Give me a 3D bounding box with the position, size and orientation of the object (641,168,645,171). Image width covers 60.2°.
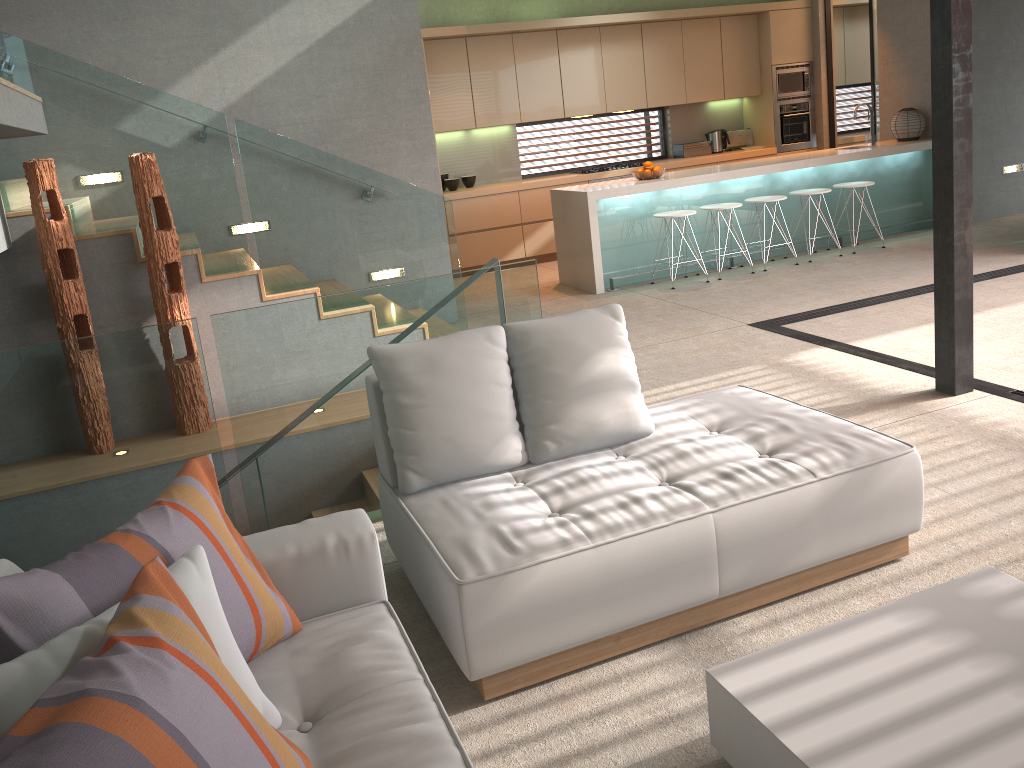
[{"bbox_3d":[1.209,-1.968,8.249,0.087,0.085,0.088,2,17,30],"label":"object"}]

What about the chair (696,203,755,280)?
[{"bbox_3d":[1.892,-1.289,7.926,0.384,0.613,0.387,-11,14,-19],"label":"chair"}]

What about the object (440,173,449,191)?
[{"bbox_3d":[-0.797,-2.209,9.708,0.228,0.184,0.226,-20,19,-40],"label":"object"}]

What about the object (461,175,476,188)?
[{"bbox_3d":[-0.475,-2.240,9.791,0.171,0.124,0.171,-16,18,-32],"label":"object"}]

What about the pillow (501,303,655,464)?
[{"bbox_3d":[0.239,-0.010,3.183,0.494,0.475,0.269,-12,14,-19],"label":"pillow"}]

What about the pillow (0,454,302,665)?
[{"bbox_3d":[-0.780,0.486,1.881,0.279,0.495,0.710,-1,16,23],"label":"pillow"}]

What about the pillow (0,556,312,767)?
[{"bbox_3d":[-0.543,0.638,1.317,0.311,0.485,0.751,-6,15,4],"label":"pillow"}]

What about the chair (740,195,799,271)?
[{"bbox_3d":[2.336,-1.387,8.084,0.384,0.613,0.387,-11,14,-19],"label":"chair"}]

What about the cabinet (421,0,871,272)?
[{"bbox_3d":[2.270,-2.905,9.853,7.508,2.523,1.991,-12,15,-19],"label":"cabinet"}]

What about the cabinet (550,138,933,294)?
[{"bbox_3d":[2.459,-1.731,8.713,4.142,0.884,0.811,-12,15,-19],"label":"cabinet"}]

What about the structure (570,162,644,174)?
[{"bbox_3d":[1.136,-2.465,10.161,0.843,0.089,0.470,-12,17,-19],"label":"structure"}]

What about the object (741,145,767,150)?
[{"bbox_3d":[2.938,-2.869,10.743,0.311,0.034,0.315,6,21,37],"label":"object"}]

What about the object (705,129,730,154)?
[{"bbox_3d":[2.516,-2.978,10.837,0.279,0.280,0.180,-10,14,-14],"label":"object"}]

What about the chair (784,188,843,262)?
[{"bbox_3d":[2.797,-1.490,8.250,0.384,0.613,0.387,-11,14,-19],"label":"chair"}]

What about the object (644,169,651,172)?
[{"bbox_3d":[1.245,-1.926,8.100,0.081,0.080,0.082,-4,15,9],"label":"object"}]

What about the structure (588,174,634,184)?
[{"bbox_3d":[1.259,-2.102,9.997,0.832,0.492,0.080,-12,13,-19],"label":"structure"}]

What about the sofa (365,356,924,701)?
[{"bbox_3d":[0.410,0.263,3.029,1.604,0.720,1.027,-12,16,-19],"label":"sofa"}]

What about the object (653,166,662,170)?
[{"bbox_3d":[1.348,-1.975,8.204,0.095,0.093,0.095,-15,17,-30],"label":"object"}]

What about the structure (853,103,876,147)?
[{"bbox_3d":[3.551,-2.620,8.960,0.097,0.434,0.261,-11,14,-19],"label":"structure"}]

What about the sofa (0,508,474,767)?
[{"bbox_3d":[-0.258,1.007,0.744,1.054,0.740,3.509,-12,17,-18],"label":"sofa"}]

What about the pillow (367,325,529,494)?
[{"bbox_3d":[-0.210,0.078,3.025,0.494,0.489,0.241,-12,14,-19],"label":"pillow"}]

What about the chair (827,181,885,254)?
[{"bbox_3d":[3.264,-1.594,8.418,0.384,0.613,0.387,-11,14,-19],"label":"chair"}]

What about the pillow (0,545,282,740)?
[{"bbox_3d":[-0.681,0.594,1.611,0.239,0.398,0.605,-1,16,23],"label":"pillow"}]

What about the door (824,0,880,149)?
[{"bbox_3d":[0.871,-0.986,5.817,5.797,4.397,15.555,7,21,41],"label":"door"}]

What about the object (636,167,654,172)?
[{"bbox_3d":[1.220,-1.945,8.146,0.173,0.098,0.098,1,16,24],"label":"object"}]

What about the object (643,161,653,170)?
[{"bbox_3d":[1.265,-2.021,8.205,0.095,0.092,0.096,-7,14,1],"label":"object"}]

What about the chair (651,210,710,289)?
[{"bbox_3d":[1.453,-1.192,7.770,0.384,0.613,0.387,-11,14,-19],"label":"chair"}]

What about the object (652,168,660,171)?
[{"bbox_3d":[1.326,-1.944,8.117,0.087,0.085,0.088,-15,16,-28],"label":"object"}]

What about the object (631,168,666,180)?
[{"bbox_3d":[1.266,-1.942,8.187,0.317,0.080,0.320,-12,17,-19],"label":"object"}]

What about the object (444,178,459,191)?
[{"bbox_3d":[-0.647,-2.160,9.590,0.171,0.124,0.171,-16,18,-32],"label":"object"}]

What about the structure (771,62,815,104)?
[{"bbox_3d":[3.287,-3.659,10.779,0.599,0.430,0.466,-12,15,-19],"label":"structure"}]

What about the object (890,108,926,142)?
[{"bbox_3d":[4.130,-2.708,9.215,0.343,0.329,0.344,-14,16,-27],"label":"object"}]

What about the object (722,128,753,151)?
[{"bbox_3d":[2.795,-3.036,10.990,0.391,0.243,0.152,-12,14,-19],"label":"object"}]

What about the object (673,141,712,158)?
[{"bbox_3d":[2.198,-2.857,10.772,0.402,0.157,0.243,-12,16,-19],"label":"object"}]

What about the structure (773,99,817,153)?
[{"bbox_3d":[3.350,-3.169,10.867,0.599,0.570,0.504,-12,15,-19],"label":"structure"}]
